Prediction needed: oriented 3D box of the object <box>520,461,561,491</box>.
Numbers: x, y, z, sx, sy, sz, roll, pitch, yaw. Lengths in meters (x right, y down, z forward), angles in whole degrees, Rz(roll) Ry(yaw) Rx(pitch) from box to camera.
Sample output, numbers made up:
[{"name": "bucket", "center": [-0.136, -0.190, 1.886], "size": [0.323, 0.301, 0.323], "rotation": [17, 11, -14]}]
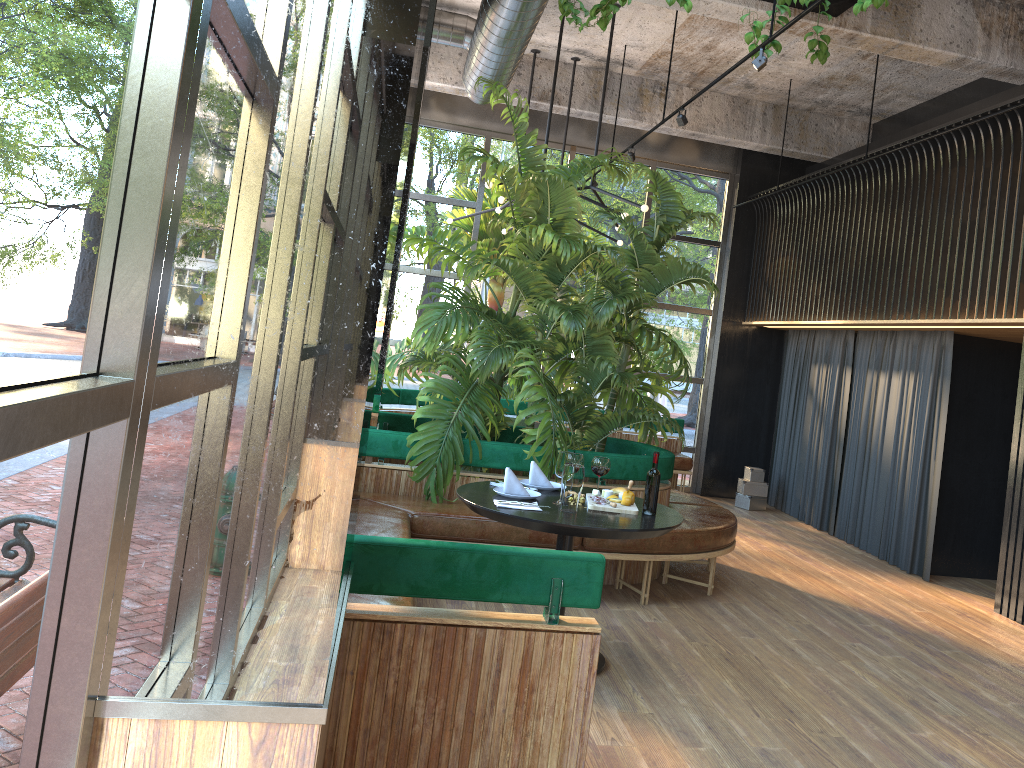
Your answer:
[{"name": "object", "center": [0.161, 0.476, 4.633], "size": [0.241, 0.139, 0.225], "rotation": [7, 1, -26]}]

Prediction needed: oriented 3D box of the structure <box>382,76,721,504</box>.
[{"name": "structure", "center": [0.265, -0.459, 6.654], "size": [2.508, 3.443, 2.582], "rotation": [8, -1, -25]}]

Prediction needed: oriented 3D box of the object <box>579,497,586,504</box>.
[{"name": "object", "center": [0.341, 0.564, 4.302], "size": [0.032, 0.031, 0.039], "rotation": [7, 1, 15]}]

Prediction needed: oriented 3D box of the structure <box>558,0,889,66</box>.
[{"name": "structure", "center": [1.403, -2.703, 5.475], "size": [2.119, 1.519, 1.446], "rotation": [8, 0, 19]}]

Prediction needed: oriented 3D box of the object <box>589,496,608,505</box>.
[{"name": "object", "center": [0.433, 0.564, 4.333], "size": [0.103, 0.013, 0.219], "rotation": [7, 3, -4]}]

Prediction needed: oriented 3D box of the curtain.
[{"name": "curtain", "center": [3.269, 0.457, 8.729], "size": [0.123, 2.061, 3.221], "rotation": [8, 1, -8]}]

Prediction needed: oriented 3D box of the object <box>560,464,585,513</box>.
[{"name": "object", "center": [0.273, 0.477, 4.063], "size": [0.102, 0.210, 0.108], "rotation": [7, -2, 25]}]

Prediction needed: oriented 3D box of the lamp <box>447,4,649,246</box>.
[{"name": "lamp", "center": [3.060, -1.701, 0.784], "size": [5.171, 1.823, 18.598], "rotation": [7, 3, -8]}]

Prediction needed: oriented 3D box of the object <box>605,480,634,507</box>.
[{"name": "object", "center": [0.527, 0.523, 4.262], "size": [0.144, 0.124, 0.096], "rotation": [7, 0, -29]}]

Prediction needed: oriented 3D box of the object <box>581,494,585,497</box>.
[{"name": "object", "center": [0.317, 0.555, 4.452], "size": [0.098, 0.028, 0.128], "rotation": [8, 2, 5]}]

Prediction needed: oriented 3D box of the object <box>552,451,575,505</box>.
[{"name": "object", "center": [0.246, 0.447, 4.226], "size": [0.096, 0.245, 0.089], "rotation": [8, -2, -27]}]

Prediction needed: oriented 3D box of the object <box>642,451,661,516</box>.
[{"name": "object", "center": [0.674, 0.474, 4.252], "size": [0.068, 0.300, 0.069], "rotation": [7, -2, 6]}]

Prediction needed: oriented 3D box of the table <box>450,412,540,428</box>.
[{"name": "table", "center": [-0.268, 0.696, 8.130], "size": [1.140, 0.752, 1.059], "rotation": [7, 1, -30]}]

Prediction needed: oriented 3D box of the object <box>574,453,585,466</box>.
[{"name": "object", "center": [0.316, 0.462, 4.585], "size": [0.105, 0.201, 0.099], "rotation": [8, -2, -21]}]

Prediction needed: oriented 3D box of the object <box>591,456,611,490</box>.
[{"name": "object", "center": [0.450, 0.479, 4.571], "size": [0.105, 0.201, 0.099], "rotation": [8, -2, -21]}]

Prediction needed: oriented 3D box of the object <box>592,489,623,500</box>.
[{"name": "object", "center": [0.496, 0.554, 4.448], "size": [0.196, 0.038, 0.063], "rotation": [8, 2, 23]}]

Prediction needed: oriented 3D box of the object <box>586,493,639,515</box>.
[{"name": "object", "center": [0.486, 0.586, 4.348], "size": [0.239, 0.019, 0.352], "rotation": [7, 3, 1]}]

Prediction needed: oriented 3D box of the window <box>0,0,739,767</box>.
[{"name": "window", "center": [1.753, -1.563, 0.253], "size": [4.209, 6.497, 20.032], "rotation": [8, 2, -8]}]

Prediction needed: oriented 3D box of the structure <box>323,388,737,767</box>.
[{"name": "structure", "center": [2.526, 1.026, 0.391], "size": [6.130, 1.549, 19.790], "rotation": [7, 3, -8]}]

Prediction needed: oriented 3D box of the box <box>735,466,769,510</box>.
[{"name": "box", "center": [2.646, 1.145, 9.762], "size": [0.341, 0.443, 0.272], "rotation": [8, -1, -21]}]

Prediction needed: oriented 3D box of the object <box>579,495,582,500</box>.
[{"name": "object", "center": [0.331, 0.558, 4.391], "size": [0.033, 0.032, 0.037], "rotation": [7, 0, -12]}]

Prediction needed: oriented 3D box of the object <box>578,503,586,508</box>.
[{"name": "object", "center": [0.309, 0.571, 4.255], "size": [0.063, 0.013, 0.145], "rotation": [7, 3, -14]}]

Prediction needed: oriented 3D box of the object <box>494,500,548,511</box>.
[{"name": "object", "center": [0.046, 0.546, 4.025], "size": [0.259, 0.019, 0.155], "rotation": [7, 3, -11]}]

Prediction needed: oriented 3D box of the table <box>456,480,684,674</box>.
[{"name": "table", "center": [0.233, 0.945, 4.278], "size": [1.146, 0.752, 1.053], "rotation": [6, 1, -41]}]

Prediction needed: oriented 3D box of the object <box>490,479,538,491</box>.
[{"name": "object", "center": [-0.007, 0.515, 4.521], "size": [0.245, 0.019, 0.164], "rotation": [10, 3, 40]}]

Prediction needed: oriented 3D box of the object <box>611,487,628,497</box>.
[{"name": "object", "center": [0.541, 0.557, 4.555], "size": [0.059, 0.072, 0.206], "rotation": [8, 2, -18]}]

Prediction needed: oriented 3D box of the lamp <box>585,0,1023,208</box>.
[{"name": "lamp", "center": [1.545, -2.247, 4.768], "size": [3.856, 1.532, 9.858], "rotation": [7, 3, -11]}]

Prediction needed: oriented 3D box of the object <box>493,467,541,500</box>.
[{"name": "object", "center": [0.032, 0.476, 4.280], "size": [0.241, 0.139, 0.225], "rotation": [7, 1, -26]}]

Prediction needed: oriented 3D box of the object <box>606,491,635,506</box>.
[{"name": "object", "center": [0.539, 0.550, 4.355], "size": [0.099, 0.064, 0.163], "rotation": [6, 2, -39]}]
